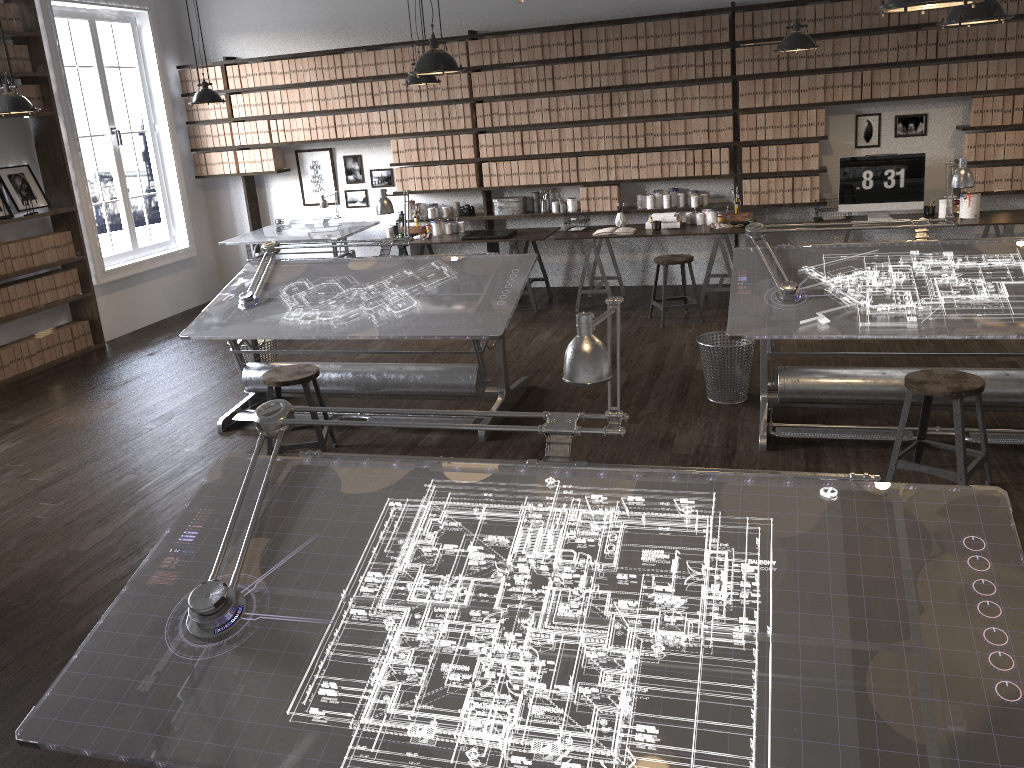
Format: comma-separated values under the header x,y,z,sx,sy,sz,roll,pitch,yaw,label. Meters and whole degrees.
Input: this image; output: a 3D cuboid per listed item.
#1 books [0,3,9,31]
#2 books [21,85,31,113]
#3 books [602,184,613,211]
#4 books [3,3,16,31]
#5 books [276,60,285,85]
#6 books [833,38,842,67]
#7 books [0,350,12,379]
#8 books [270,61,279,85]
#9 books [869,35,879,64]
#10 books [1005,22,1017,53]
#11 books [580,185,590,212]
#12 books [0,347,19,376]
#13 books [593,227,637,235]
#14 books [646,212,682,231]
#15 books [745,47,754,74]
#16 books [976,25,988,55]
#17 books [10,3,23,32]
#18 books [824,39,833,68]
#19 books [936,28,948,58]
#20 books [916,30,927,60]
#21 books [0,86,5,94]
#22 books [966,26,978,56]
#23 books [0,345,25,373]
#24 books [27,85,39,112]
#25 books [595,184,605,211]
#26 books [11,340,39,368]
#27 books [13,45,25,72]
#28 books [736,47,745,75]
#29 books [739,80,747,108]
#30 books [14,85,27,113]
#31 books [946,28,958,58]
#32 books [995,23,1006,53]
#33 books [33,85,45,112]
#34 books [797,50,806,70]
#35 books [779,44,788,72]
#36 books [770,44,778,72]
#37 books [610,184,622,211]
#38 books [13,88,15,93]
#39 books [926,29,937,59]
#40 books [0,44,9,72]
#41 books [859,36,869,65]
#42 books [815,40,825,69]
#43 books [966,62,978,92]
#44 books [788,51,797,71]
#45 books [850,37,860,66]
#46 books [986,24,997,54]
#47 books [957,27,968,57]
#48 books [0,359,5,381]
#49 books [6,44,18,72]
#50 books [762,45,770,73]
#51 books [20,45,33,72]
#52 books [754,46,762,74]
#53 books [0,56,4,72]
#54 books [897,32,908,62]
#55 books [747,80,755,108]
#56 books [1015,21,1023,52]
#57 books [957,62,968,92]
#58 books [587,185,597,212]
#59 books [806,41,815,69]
x,y,z,sx,sy,sz,roll,pitch,yaw,label
-4.129,-2.916,7.063,0.174,0.223,0.067,0,16,17,books
-4.055,-2.338,7.284,0.174,0.223,0.068,0,16,17,books
0.884,-1.713,8.133,0.067,0.223,0.177,0,17,17,books
-4.109,-2.939,7.129,0.174,0.223,0.067,0,16,17,books
-2.230,-3.055,8.692,0.067,0.222,0.177,0,17,17,books
2.673,-2.720,7.283,0.067,0.222,0.177,0,17,17,books
-4.114,-0.157,7.084,0.174,0.223,0.068,0,16,17,books
-2.290,-3.057,8.712,0.067,0.222,0.177,0,17,17,books
2.937,-2.716,7.206,0.067,0.223,0.177,0,17,17,books
3.878,-2.700,6.914,0.067,0.223,0.177,0,17,17,books
0.684,-1.715,8.193,0.067,0.223,0.177,0,17,17,books
-4.101,-0.179,7.150,0.174,0.223,0.067,0,16,17,books
0.896,-1.330,7.697,0.354,0.029,0.259,1,19,17,books
1.321,-1.434,7.731,0.294,0.145,0.391,1,18,17,books
2.004,-2.728,7.482,0.067,0.222,0.177,0,17,17,books
3.684,-2.703,6.972,0.067,0.223,0.177,0,17,17,books
-4.085,-2.961,7.193,0.174,0.223,0.067,0,16,17,books
2.608,-2.719,7.299,0.067,0.223,0.177,0,17,17,books
3.418,-2.709,7.059,0.067,0.222,0.177,0,17,17,books
3.275,-2.711,7.102,0.067,0.222,0.177,0,17,17,books
-4.120,-2.271,7.094,0.174,0.223,0.067,0,16,17,books
3.621,-2.706,6.997,0.067,0.222,0.177,0,17,17,books
-4.080,-0.202,7.214,0.174,0.223,0.067,0,16,17,books
-4.042,-2.358,7.343,0.174,0.222,0.067,0,16,17,books
0.818,-1.715,8.158,0.067,0.223,0.177,0,17,17,books
-4.038,-0.247,7.345,0.174,0.222,0.067,0,16,17,books
-4.083,-2.638,7.217,0.174,0.222,0.067,0,16,17,books
1.936,-2.730,7.506,0.067,0.223,0.177,0,17,17,books
1.979,-2.475,7.570,0.067,0.222,0.177,0,17,17,books
-4.074,-2.317,7.223,0.174,0.223,0.067,0,16,17,books
3.485,-2.707,7.034,0.067,0.223,0.177,0,17,17,books
3.809,-2.702,6.937,0.067,0.222,0.177,0,17,17,books
-4.023,-2.381,7.408,0.174,0.223,0.067,0,16,17,books
2.408,-2.723,7.361,0.067,0.223,0.177,0,17,17,books
2.268,-2.725,7.403,0.067,0.223,0.177,0,17,17,books
2.198,-2.727,7.429,0.067,0.222,0.177,0,17,17,books
0.954,-1.713,8.117,0.067,0.222,0.177,0,17,17,books
-4.097,-2.294,7.157,0.174,0.223,0.067,0,16,17,books
3.345,-2.708,7.076,0.067,0.223,0.177,0,17,17,books
-4.124,-2.590,7.080,0.174,0.223,0.067,0,16,17,books
2.870,-2.717,7.224,0.067,0.222,0.177,0,17,17,books
2.545,-2.722,7.324,0.067,0.222,0.177,0,17,17,books
3.653,-2.450,7.063,0.067,0.222,0.177,0,17,17,books
2.341,-2.725,7.386,0.067,0.222,0.177,0,17,17,books
2.801,-2.717,7.241,0.067,0.223,0.177,0,17,17,books
3.749,-2.704,6.956,0.067,0.222,0.177,0,17,17,books
3.553,-2.707,7.017,0.067,0.223,0.177,0,17,17,books
-4.137,-0.136,7.024,0.174,0.222,0.067,0,16,17,books
-4.098,-2.614,7.147,0.174,0.223,0.068,0,16,17,books
2.135,-2.728,7.446,0.067,0.222,0.177,0,17,17,books
-4.059,-2.662,7.286,0.174,0.222,0.067,0,16,17,books
2.073,-2.727,7.460,0.067,0.223,0.177,0,17,17,books
-4.140,-2.568,7.013,0.174,0.223,0.067,0,16,17,books
3.140,-2.711,7.136,0.067,0.223,0.177,0,17,17,books
2.038,-2.473,7.548,0.067,0.223,0.177,0,17,17,books
3.946,-2.701,6.897,0.067,0.222,0.177,0,17,17,books
3.587,-2.452,7.085,0.067,0.223,0.177,0,17,17,books
0.750,-1.716,8.178,0.067,0.222,0.177,0,17,17,books
2.477,-2.723,7.344,0.067,0.223,0.177,0,17,17,books
